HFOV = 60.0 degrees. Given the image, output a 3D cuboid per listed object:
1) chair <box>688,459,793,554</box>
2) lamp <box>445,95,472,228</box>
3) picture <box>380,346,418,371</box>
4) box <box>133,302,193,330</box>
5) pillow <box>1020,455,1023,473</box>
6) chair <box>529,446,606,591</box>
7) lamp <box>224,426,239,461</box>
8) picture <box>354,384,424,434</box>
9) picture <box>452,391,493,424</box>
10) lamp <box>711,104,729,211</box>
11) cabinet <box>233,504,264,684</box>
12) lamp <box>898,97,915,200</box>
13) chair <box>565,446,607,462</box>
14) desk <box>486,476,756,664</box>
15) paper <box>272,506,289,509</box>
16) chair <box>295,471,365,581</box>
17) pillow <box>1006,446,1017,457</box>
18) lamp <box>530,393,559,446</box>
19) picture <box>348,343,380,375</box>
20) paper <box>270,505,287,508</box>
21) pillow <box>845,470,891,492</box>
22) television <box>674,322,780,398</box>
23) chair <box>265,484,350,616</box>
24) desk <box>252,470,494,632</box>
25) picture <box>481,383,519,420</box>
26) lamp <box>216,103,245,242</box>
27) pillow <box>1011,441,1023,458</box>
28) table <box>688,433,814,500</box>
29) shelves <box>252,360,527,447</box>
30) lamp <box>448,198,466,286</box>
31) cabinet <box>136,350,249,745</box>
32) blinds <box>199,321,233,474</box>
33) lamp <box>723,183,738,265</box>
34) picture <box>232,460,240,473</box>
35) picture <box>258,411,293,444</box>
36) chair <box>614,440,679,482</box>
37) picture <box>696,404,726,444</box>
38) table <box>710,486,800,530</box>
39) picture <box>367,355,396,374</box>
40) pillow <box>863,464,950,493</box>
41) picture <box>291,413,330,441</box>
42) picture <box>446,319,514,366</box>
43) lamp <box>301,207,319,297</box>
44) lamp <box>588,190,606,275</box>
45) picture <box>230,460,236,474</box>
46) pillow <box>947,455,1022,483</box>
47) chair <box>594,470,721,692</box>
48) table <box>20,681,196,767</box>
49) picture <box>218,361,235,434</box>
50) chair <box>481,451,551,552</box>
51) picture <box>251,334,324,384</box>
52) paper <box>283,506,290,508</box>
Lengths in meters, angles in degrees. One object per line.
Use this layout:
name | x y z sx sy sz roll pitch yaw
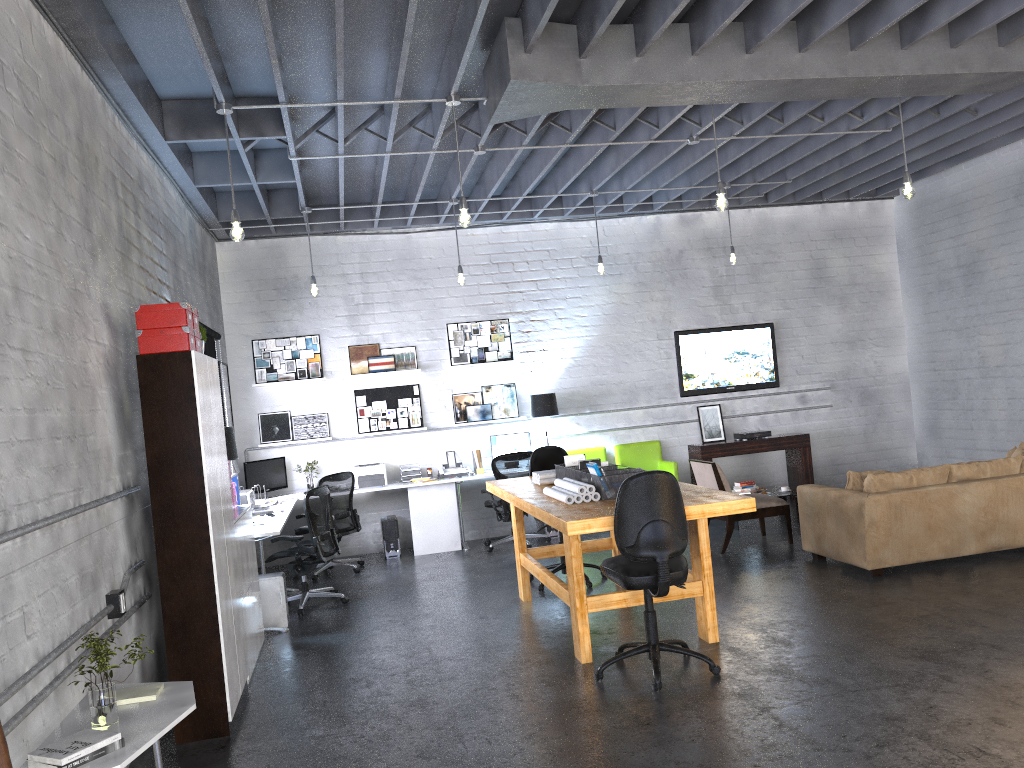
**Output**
chair | 2.179 1.115 8.491 0.724 0.842 0.575 -6 0 -11
lamp | -0.357 -1.492 5.973 0.104 0.878 0.104 -6 0 -11
picture | -1.300 -0.284 10.208 0.409 0.277 0.036 -6 0 -11
box | -1.863 -0.355 4.758 0.270 0.131 0.206 -6 0 -11
pillow | 4.381 0.734 7.251 0.663 0.386 0.308 -6 0 -9
chair | 0.440 1.116 7.594 0.658 1.165 0.687 -6 0 -13
lamp | -2.270 0.756 6.863 0.333 0.832 0.333 -6 0 41
picture | -1.412 0.284 10.175 0.749 0.503 0.058 -6 0 -11
picture | -0.462 0.271 10.350 0.452 0.345 0.054 -6 0 -11
lamp | 1.456 -1.669 6.318 0.104 0.878 0.104 -6 0 -11
cabinet | -2.037 1.418 6.089 0.465 1.021 1.152 -6 0 -11
lamp | 2.911 -1.810 6.594 0.104 0.878 0.104 -5 0 33
chair | 0.922 1.223 10.367 0.611 0.920 0.516 -6 0 -11
desk | 0.626 1.203 6.344 1.114 0.926 2.833 -6 -1 -11
paper | -2.237 1.189 8.555 0.158 0.001 0.115 -5 -1 -22
chair | -1.928 1.437 9.131 0.753 1.031 0.731 -6 0 13
pillow | 4.512 0.745 7.643 0.238 0.375 0.749 -6 0 -11
lamp | 0.398 0.530 10.308 0.333 0.832 0.333 -6 0 41
picture | -1.680 -0.280 10.139 0.355 0.343 0.042 -6 0 -11
paper | -2.287 1.195 8.672 0.158 0.001 0.115 -5 -1 -28
pillow | 2.906 0.879 7.194 0.523 0.403 0.319 -6 0 9
television | 2.658 -0.301 10.942 1.323 0.816 0.021 -6 0 -11
chair | -1.829 1.410 7.667 0.752 1.031 0.732 -6 0 -7
desk | -0.925 1.454 8.602 3.573 0.785 3.299 -6 -1 -11
picture | -0.138 0.208 10.421 0.409 0.408 0.047 -6 0 -11
lamp | -1.806 -1.351 5.698 0.104 0.878 0.104 -6 0 -11
pillow | 4.301 0.722 7.567 0.243 0.423 0.549 -6 0 30
table | 2.918 1.080 10.806 1.410 0.820 0.404 -6 0 -11
shelves | -1.359 0.208 10.114 3.023 0.694 0.199 -6 0 -11
lamp | -0.555 -1.437 9.018 0.104 0.878 0.104 -6 0 -11
cabinet | -1.800 0.867 5.086 0.291 2.047 0.873 -6 0 -11
blinds | -2.677 0.261 7.843 0.100 1.632 2.120 -6 0 -11
lamp | 2.349 -1.720 9.570 0.104 0.878 0.104 -5 0 33
picture | -2.983 0.853 9.581 0.036 0.221 0.289 -6 0 -11
picture | -2.654 0.486 9.946 0.355 0.343 0.042 -6 0 -11
chair | 1.601 1.157 10.497 0.611 0.920 0.516 -6 0 -11
picture | 2.446 0.486 10.876 0.308 0.457 0.092 -6 0 -11
table | 2.712 1.349 9.750 0.873 0.300 0.873 -6 -1 -7
picture | -1.494 -0.225 10.155 0.311 0.196 0.029 -6 0 -11
pillow | 3.081 0.860 7.011 0.704 0.402 0.291 -6 0 -11
picture | -2.274 0.482 10.014 0.409 0.277 0.036 -6 0 -11
picture | -0.372 -0.488 10.381 0.749 0.503 0.058 -6 0 -11
lamp | -1.987 -1.298 8.745 0.104 0.878 0.104 -6 0 -11
lamp | 0.894 -1.578 9.293 0.104 0.878 0.104 -6 0 -11
picture | -2.919 0.843 9.239 0.036 0.221 0.289 -6 0 -11
pillow | 3.742 0.796 7.137 0.666 0.402 0.291 -6 0 -11
chair | 0.730 1.058 5.038 0.658 1.165 0.687 -6 0 -13
table | -1.478 1.577 3.393 0.517 0.532 1.336 -6 -1 -11
picture | -3.019 0.238 9.398 0.020 0.935 0.658 -6 0 -11
chair | -0.034 1.254 9.647 0.731 1.031 0.753 -6 0 -42
picture | -2.522 -0.279 9.972 0.749 0.503 0.058 -6 0 -11
paper | -2.231 1.189 8.551 0.158 0.001 0.115 -5 -1 -23
